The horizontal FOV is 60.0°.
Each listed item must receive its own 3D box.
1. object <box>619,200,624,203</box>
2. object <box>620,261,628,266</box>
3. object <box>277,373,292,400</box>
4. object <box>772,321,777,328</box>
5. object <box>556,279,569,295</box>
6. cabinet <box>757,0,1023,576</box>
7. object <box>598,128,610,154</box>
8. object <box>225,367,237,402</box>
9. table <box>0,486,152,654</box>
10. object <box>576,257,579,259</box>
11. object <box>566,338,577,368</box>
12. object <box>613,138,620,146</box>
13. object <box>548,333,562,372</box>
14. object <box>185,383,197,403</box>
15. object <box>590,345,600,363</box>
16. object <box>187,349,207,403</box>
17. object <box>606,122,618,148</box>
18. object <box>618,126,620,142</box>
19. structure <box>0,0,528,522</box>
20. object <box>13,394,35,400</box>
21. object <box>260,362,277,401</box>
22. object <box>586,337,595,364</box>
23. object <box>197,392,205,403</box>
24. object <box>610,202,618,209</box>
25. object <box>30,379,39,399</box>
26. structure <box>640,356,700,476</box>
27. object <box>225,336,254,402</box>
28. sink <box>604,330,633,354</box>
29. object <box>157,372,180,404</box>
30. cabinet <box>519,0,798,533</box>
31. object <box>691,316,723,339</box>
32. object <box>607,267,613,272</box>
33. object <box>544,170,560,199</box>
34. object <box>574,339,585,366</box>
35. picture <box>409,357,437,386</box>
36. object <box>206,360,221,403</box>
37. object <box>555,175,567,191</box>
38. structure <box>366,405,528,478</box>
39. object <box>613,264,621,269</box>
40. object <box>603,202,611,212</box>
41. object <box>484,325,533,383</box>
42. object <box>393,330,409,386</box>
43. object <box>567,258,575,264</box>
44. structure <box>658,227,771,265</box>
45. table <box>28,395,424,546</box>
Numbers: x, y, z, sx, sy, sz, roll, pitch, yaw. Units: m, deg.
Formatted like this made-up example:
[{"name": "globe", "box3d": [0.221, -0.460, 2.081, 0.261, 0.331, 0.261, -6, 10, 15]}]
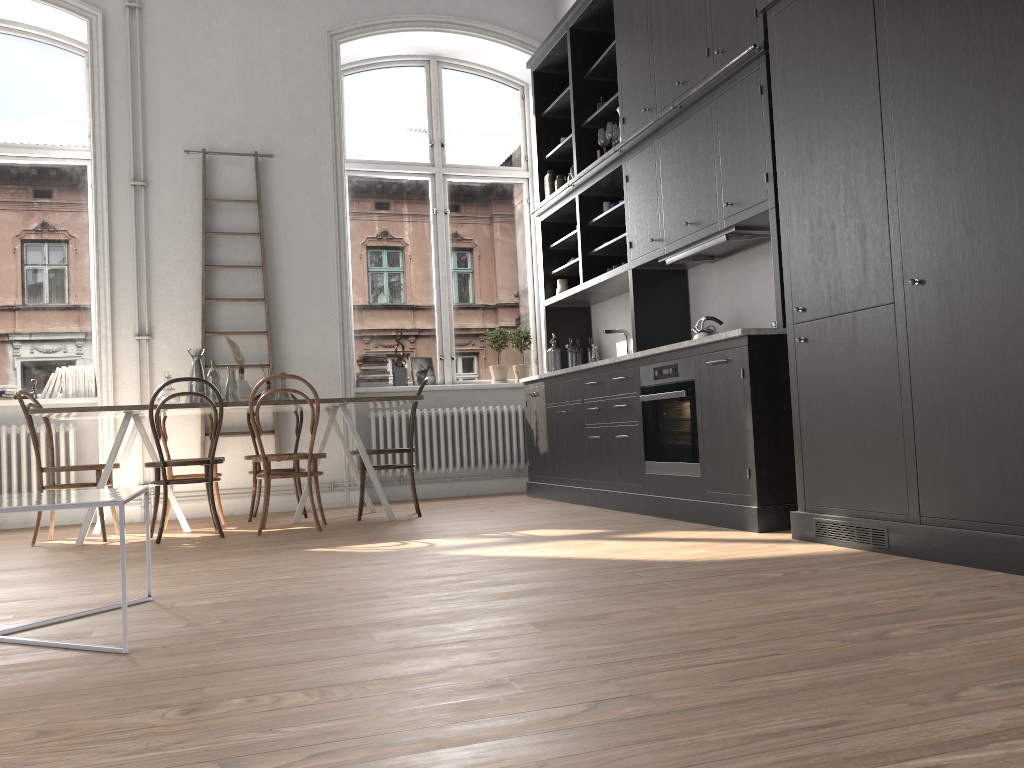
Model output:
[{"name": "object", "box3d": [0.799, -1.261, 6.451, 0.082, 0.135, 0.059, -3, -3, 9]}, {"name": "object", "box3d": [0.790, -0.802, 5.998, 0.104, 0.059, 0.088, -2, -3, -10]}, {"name": "object", "box3d": [-1.521, 0.032, 5.906, 0.101, 0.211, 0.101, -4, -3, 21]}, {"name": "object", "box3d": [1.414, -0.301, 4.723, 0.040, 0.116, 0.080, -2, -3, -13]}, {"name": "object", "box3d": [0.415, -0.763, 7.140, 0.127, 0.144, 0.116, 0, -4, -40]}, {"name": "cabinet", "box3d": [1.658, -0.570, 3.308, 0.633, 2.370, 1.401, -2, -3, -18]}, {"name": "object", "box3d": [0.645, -1.667, 6.195, 0.083, 0.221, 0.083, -3, -3, 13]}, {"name": "object", "box3d": [-1.834, 0.021, 5.810, 0.098, 0.255, 0.100, 0, -4, -42]}, {"name": "table", "box3d": [-1.527, 0.535, 2.547, 0.849, 0.392, 0.849, -2, -3, -18]}, {"name": "object", "box3d": [0.522, -0.985, 7.007, 0.055, 0.047, 0.058, -3, -3, -4]}, {"name": "object", "box3d": [0.478, -0.216, 7.105, 0.086, 0.301, 0.086, -1, -3, -33]}, {"name": "object", "box3d": [0.748, -1.672, 6.212, 0.083, 0.221, 0.083, -1, -3, -26]}, {"name": "object", "box3d": [0.344, -0.235, 7.130, 0.109, 0.349, 0.109, -1, -3, -37]}, {"name": "object", "box3d": [-2.048, 0.072, 5.658, 0.083, 0.158, 0.083, -2, -3, -23]}, {"name": "object", "box3d": [0.659, -0.192, 7.001, 0.132, 0.219, 0.120, -2, -3, -18]}, {"name": "object", "box3d": [-2.050, -0.034, 5.783, 0.116, 0.382, 0.116, -3, -3, -7]}, {"name": "object", "box3d": [0.688, -1.677, 6.072, 0.083, 0.221, 0.083, -4, -3, 28]}, {"name": "object", "box3d": [0.774, -1.677, 6.134, 0.083, 0.221, 0.083, -2, -3, -19]}, {"name": "structure", "box3d": [-2.279, -1.226, 6.929, 5.181, 4.472, 0.340, -2, -3, -18]}, {"name": "object", "box3d": [-3.659, 0.097, 6.636, 0.088, 0.048, 0.153, -4, -3, 21]}, {"name": "object", "box3d": [-1.594, -0.006, 5.804, 0.107, 0.283, 0.107, -2, -3, -23]}, {"name": "object", "box3d": [0.638, -0.223, 7.129, 0.086, 0.301, 0.086, -4, -3, 27]}, {"name": "object", "box3d": [-1.959, 0.095, 5.586, 0.058, 0.094, 0.058, -3, -3, 10]}, {"name": "object", "box3d": [0.736, -1.241, 6.363, 0.082, 0.093, 0.140, -5, -4, 37]}, {"name": "object", "box3d": [-3.563, 0.039, 6.612, 0.088, 0.153, 0.048, -5, -4, 42]}, {"name": "structure", "box3d": [1.120, 0.179, 4.973, 0.618, 0.623, 0.622, -2, -3, -18]}, {"name": "object", "box3d": [-1.733, -0.087, 5.680, 0.157, 0.446, 0.157, -3, -3, 0]}, {"name": "sink", "box3d": [0.649, -0.144, 6.476, 0.514, 0.504, 0.526, -2, -3, -18]}, {"name": "object", "box3d": [-2.131, 0.036, 5.499, 0.132, 0.219, 0.132, -1, -3, -29]}, {"name": "cabinet", "box3d": [0.820, -0.998, 5.781, 0.635, 3.581, 3.252, -2, -3, -18]}, {"name": "object", "box3d": [1.140, -0.304, 5.192, 0.171, 0.186, 0.171, -2, -3, -8]}, {"name": "object", "box3d": [0.710, -0.787, 6.196, 0.088, 0.059, 0.104, -1, -4, -30]}, {"name": "object", "box3d": [0.333, -1.605, 7.184, 0.118, 0.238, 0.118, -1, -3, -33]}, {"name": "object", "box3d": [0.544, -0.214, 7.210, 0.086, 0.301, 0.086, -3, -3, -4]}, {"name": "picture", "box3d": [-0.786, -0.101, 7.644, 0.221, 0.264, 0.149, -1, -3, -35]}, {"name": "object", "box3d": [-1.920, -0.004, 5.706, 0.086, 0.301, 0.086, -1, -3, -33]}, {"name": "object", "box3d": [0.398, -1.575, 7.053, 0.114, 0.155, 0.114, -2, -3, -15]}, {"name": "structure", "box3d": [-0.467, 0.473, 7.499, 1.577, 0.552, 0.194, -2, -3, -18]}, {"name": "object", "box3d": [0.738, -0.795, 6.086, 0.088, 0.059, 0.104, 0, -4, -40]}, {"name": "object", "box3d": [0.703, -1.254, 6.475, 0.059, 0.135, 0.082, -5, -4, 39]}, {"name": "object", "box3d": [-0.025, -0.263, 7.866, 0.500, 0.524, 0.234, -1, -3, -29]}, {"name": "object", "box3d": [-0.957, -0.217, 7.551, 0.122, 0.488, 0.102, -3, -3, 6]}, {"name": "object", "box3d": [0.500, -0.970, 7.165, 0.140, 0.100, 0.125, -1, -4, -37]}, {"name": "structure", "box3d": [1.199, -0.800, 5.068, 0.379, 0.123, 0.844, -2, -3, -18]}, {"name": "table", "box3d": [-1.747, 0.528, 5.684, 2.200, 0.779, 1.101, -2, -3, -18]}]
